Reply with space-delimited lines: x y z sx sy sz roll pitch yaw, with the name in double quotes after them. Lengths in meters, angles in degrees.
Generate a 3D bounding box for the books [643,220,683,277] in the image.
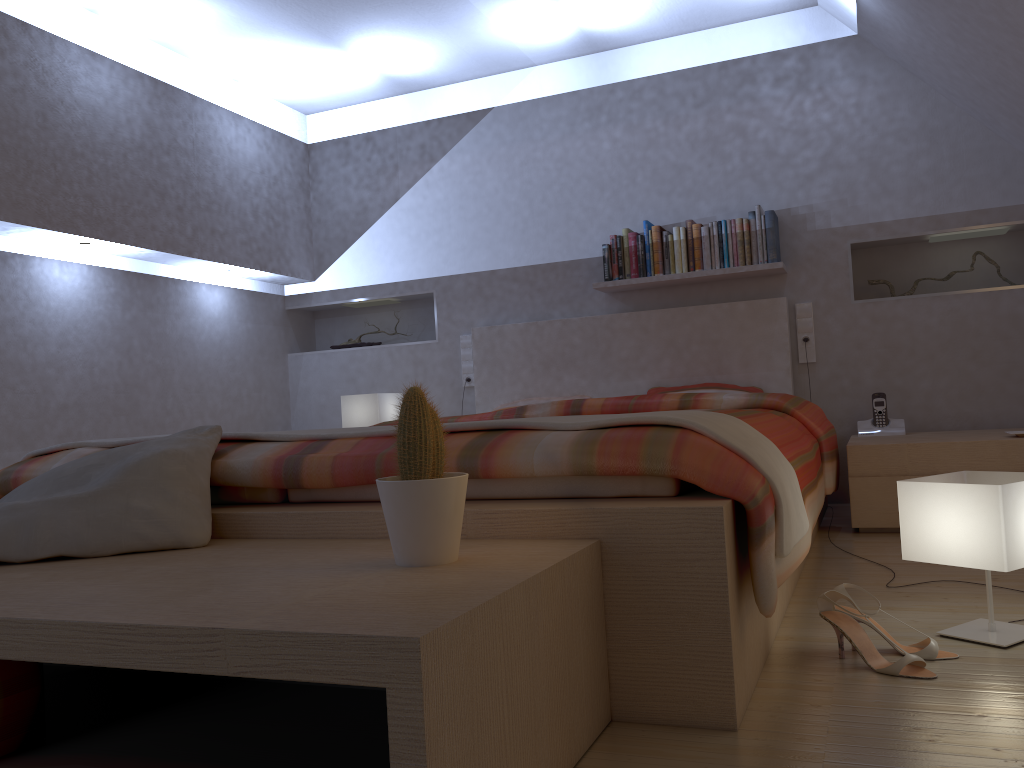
0.766 -0.668 4.407 0.178 0.281 0.200 -4 -2 22 "books"

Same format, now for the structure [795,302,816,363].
1.409 -0.245 4.254 0.077 0.286 0.034 -4 -2 22 "structure"

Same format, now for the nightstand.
1.810 0.369 3.523 0.859 0.329 0.847 -4 -2 22 "nightstand"

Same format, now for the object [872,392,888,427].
1.639 0.122 3.950 0.060 0.169 0.079 -4 -2 22 "object"

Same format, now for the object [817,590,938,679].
0.698 0.476 1.709 0.079 0.132 0.235 -2 -2 -36 "object"

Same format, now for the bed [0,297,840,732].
0.020 0.129 3.179 2.087 0.994 3.009 -4 -2 22 "bed"

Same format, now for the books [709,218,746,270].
1.053 -0.663 4.290 0.159 0.231 0.200 -4 -2 22 "books"

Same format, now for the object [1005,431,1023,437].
1.903 0.181 3.225 0.179 0.015 0.177 -4 -2 23 "object"

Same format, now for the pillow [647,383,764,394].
0.854 0.087 4.109 0.566 0.188 0.497 -4 -2 23 "pillow"

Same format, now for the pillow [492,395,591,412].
0.080 0.157 4.478 0.572 0.180 0.492 -4 -2 23 "pillow"

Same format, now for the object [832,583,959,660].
0.765 0.474 1.787 0.235 0.132 0.079 -4 -2 28 "object"

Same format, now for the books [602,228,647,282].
0.585 -0.645 4.473 0.209 0.260 0.215 -4 -2 22 "books"

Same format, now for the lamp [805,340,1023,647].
1.262 0.151 2.953 0.396 0.788 2.551 -4 -2 13 "lamp"

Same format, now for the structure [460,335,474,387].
-0.242 -0.129 4.930 0.077 0.286 0.034 -4 -2 22 "structure"

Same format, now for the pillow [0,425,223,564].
-0.869 0.220 1.840 0.498 0.241 0.470 -3 -2 -13 "pillow"

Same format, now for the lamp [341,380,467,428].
-0.593 0.252 4.801 0.684 0.515 0.318 -2 -2 -39 "lamp"

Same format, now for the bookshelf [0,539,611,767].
-0.654 0.460 1.480 1.495 0.303 0.643 -4 -2 22 "bookshelf"

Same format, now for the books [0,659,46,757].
-1.074 0.486 1.458 0.652 0.193 0.157 -4 -2 22 "books"

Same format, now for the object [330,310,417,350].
-0.841 -0.337 5.342 0.589 0.242 0.183 -4 -2 21 "object"

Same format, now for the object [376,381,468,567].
-0.140 0.137 1.381 0.144 0.294 0.144 -2 -2 -43 "object"

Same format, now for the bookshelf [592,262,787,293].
0.867 -0.520 4.361 0.916 0.028 0.223 -4 -2 22 "bookshelf"

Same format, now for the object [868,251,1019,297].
2.138 -0.518 4.117 0.905 0.193 0.085 -4 -2 23 "object"

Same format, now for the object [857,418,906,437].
1.635 0.187 3.930 0.192 0.087 0.153 -4 -2 22 "object"

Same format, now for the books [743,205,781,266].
1.191 -0.698 4.233 0.145 0.281 0.200 -4 -2 22 "books"

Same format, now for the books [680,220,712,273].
0.912 -0.668 4.343 0.140 0.260 0.209 -4 -2 22 "books"
